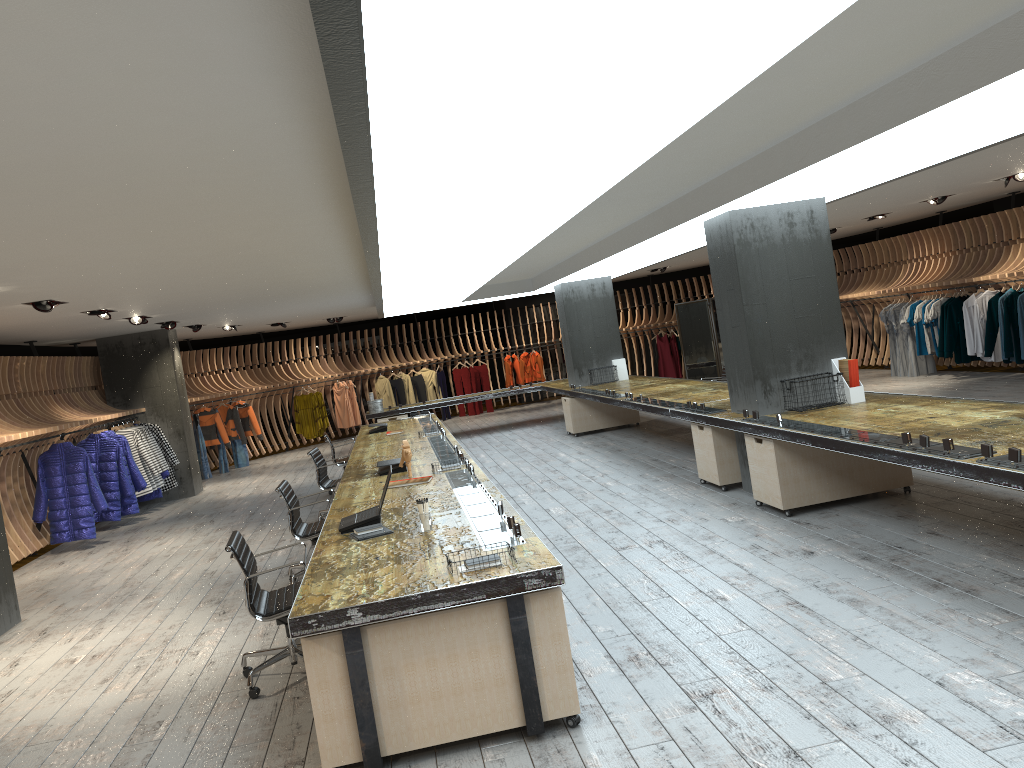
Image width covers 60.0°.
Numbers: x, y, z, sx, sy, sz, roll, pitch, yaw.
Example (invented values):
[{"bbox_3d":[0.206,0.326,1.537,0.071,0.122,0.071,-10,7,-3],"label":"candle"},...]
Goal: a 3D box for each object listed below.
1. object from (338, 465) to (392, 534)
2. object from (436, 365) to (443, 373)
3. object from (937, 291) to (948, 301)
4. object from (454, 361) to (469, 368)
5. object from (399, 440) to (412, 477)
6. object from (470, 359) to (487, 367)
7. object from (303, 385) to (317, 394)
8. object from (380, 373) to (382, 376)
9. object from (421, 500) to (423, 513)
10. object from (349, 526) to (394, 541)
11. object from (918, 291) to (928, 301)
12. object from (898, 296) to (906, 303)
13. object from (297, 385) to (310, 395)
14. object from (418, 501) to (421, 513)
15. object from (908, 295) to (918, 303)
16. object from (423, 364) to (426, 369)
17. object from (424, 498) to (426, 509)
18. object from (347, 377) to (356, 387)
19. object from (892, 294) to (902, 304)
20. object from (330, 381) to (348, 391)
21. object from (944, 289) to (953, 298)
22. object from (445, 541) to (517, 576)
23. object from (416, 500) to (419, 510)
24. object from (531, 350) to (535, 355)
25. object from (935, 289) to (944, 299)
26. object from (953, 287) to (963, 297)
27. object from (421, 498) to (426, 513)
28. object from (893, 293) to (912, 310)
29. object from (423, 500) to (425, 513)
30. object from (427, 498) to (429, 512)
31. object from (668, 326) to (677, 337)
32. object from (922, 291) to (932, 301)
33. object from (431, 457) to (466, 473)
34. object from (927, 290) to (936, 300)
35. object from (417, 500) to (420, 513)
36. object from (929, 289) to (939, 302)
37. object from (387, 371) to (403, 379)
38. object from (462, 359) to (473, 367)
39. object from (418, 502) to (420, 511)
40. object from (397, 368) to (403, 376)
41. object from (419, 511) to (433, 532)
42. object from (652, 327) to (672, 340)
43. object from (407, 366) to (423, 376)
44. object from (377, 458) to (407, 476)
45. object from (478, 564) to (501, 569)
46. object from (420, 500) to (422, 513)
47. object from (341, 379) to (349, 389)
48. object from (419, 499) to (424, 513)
[{"bbox_3d":[-0.897,0.705,5.457,0.365,0.316,0.373,-9,3,-8],"label":"object"},{"bbox_3d":[-1.801,-0.414,21.925,0.012,0.270,0.526,-8,3,17],"label":"object"},{"bbox_3d":[7.093,-1.437,14.600,0.525,0.270,0.012,-10,2,-23],"label":"object"},{"bbox_3d":[-1.299,-0.499,22.080,0.524,0.270,0.012,-7,3,37],"label":"object"},{"bbox_3d":[-0.848,0.612,7.278,0.097,0.300,0.320,-10,3,-24],"label":"object"},{"bbox_3d":[-0.859,-0.573,22.172,0.524,0.270,0.012,-7,3,32],"label":"object"},{"bbox_3d":[-4.577,0.125,20.044,0.524,0.270,0.012,-8,2,22],"label":"object"},{"bbox_3d":[-3.134,-0.166,21.280,0.012,0.270,0.524,-11,3,-43],"label":"object"},{"bbox_3d":[-0.497,0.732,4.955,0.007,0.170,0.030,-10,2,-24],"label":"object"},{"bbox_3d":[-0.811,0.860,5.109,0.213,0.019,0.219,-10,3,-23],"label":"object"},{"bbox_3d":[7.029,-1.451,15.143,0.525,0.270,0.012,-8,2,17],"label":"object"},{"bbox_3d":[6.919,-1.467,15.750,0.525,0.270,0.012,-10,2,-18],"label":"object"},{"bbox_3d":[-4.688,0.150,19.901,0.524,0.270,0.012,-8,2,22],"label":"object"},{"bbox_3d":[-0.506,0.733,4.960,0.007,0.170,0.030,-9,2,3],"label":"object"},{"bbox_3d":[6.988,-1.462,15.447,0.525,0.270,0.012,-10,2,-23],"label":"object"},{"bbox_3d":[-2.152,-0.350,21.795,0.525,0.270,0.012,-8,2,17],"label":"object"},{"bbox_3d":[-0.480,0.728,4.994,0.007,0.170,0.030,-9,2,-4],"label":"object"},{"bbox_3d":[-3.820,-0.035,20.772,0.012,0.270,0.524,-11,3,-43],"label":"object"},{"bbox_3d":[6.906,-1.472,15.894,0.525,0.270,0.012,-9,2,7],"label":"object"},{"bbox_3d":[-4.040,0.009,20.598,0.524,0.270,0.012,-8,2,27],"label":"object"},{"bbox_3d":[7.104,-1.419,14.427,0.524,0.284,0.014,-9,2,2],"label":"object"},{"bbox_3d":[-0.140,0.791,4.003,0.302,0.074,0.217,-10,3,-13],"label":"object"},{"bbox_3d":[-0.513,0.734,4.972,0.007,0.170,0.030,-7,3,42],"label":"object"},{"bbox_3d":[0.543,-0.798,22.281,0.012,0.270,0.525,-10,3,-28],"label":"object"},{"bbox_3d":[7.093,-1.432,14.715,0.524,0.285,0.013,-10,2,-13],"label":"object"},{"bbox_3d":[7.149,-1.422,14.247,0.525,0.270,0.012,-9,2,-8],"label":"object"},{"bbox_3d":[-0.490,0.729,4.997,0.007,0.170,0.030,-10,2,-31],"label":"object"},{"bbox_3d":[6.945,-1.464,15.616,0.525,0.270,0.012,-9,2,7],"label":"object"},{"bbox_3d":[-0.487,0.731,4.955,0.030,0.170,0.007,-7,3,39],"label":"object"},{"bbox_3d":[-0.471,0.727,4.977,0.030,0.170,0.007,-11,3,-41],"label":"object"},{"bbox_3d":[3.834,-1.262,21.248,0.012,0.270,0.525,-9,3,-13],"label":"object"},{"bbox_3d":[7.011,-1.435,15.005,0.523,0.288,0.015,-9,2,2],"label":"object"},{"bbox_3d":[-0.513,0.677,7.357,0.302,0.074,0.217,-10,3,-13],"label":"object"},{"bbox_3d":[7.052,-1.443,14.903,0.525,0.270,0.012,-9,2,-3],"label":"object"},{"bbox_3d":[-0.511,0.734,4.968,0.007,0.170,0.030,-8,2,30],"label":"object"},{"bbox_3d":[7.088,-1.438,14.820,0.524,0.290,0.013,-10,2,-13],"label":"object"},{"bbox_3d":[-2.870,-0.217,21.434,0.524,0.270,0.012,-8,2,27],"label":"object"},{"bbox_3d":[-1.139,-0.526,22.115,0.012,0.270,0.524,-10,3,-38],"label":"object"},{"bbox_3d":[-0.509,0.734,4.963,0.007,0.170,0.030,-8,2,15],"label":"object"},{"bbox_3d":[-2.702,-0.248,21.537,0.524,0.270,0.012,-7,3,37],"label":"object"},{"bbox_3d":[-0.483,0.774,4.978,0.061,0.111,0.062,-8,2,26],"label":"object"},{"bbox_3d":[3.604,-1.233,21.383,0.525,0.270,0.012,-9,2,-8],"label":"object"},{"bbox_3d":[-2.426,-0.298,21.659,0.525,0.270,0.012,-8,2,17],"label":"object"},{"bbox_3d":[-1.050,0.724,7.794,0.262,0.088,0.373,-9,3,-8],"label":"object"},{"bbox_3d":[-0.138,0.816,4.004,0.176,0.004,0.130,-9,3,-3],"label":"object"},{"bbox_3d":[-0.501,0.733,4.957,0.007,0.170,0.030,-9,2,-12],"label":"object"},{"bbox_3d":[-3.953,-0.009,20.678,0.012,0.270,0.524,-10,3,-38],"label":"object"},{"bbox_3d":[-0.499,0.731,4.996,0.030,0.170,0.007,-8,2,32],"label":"object"}]
